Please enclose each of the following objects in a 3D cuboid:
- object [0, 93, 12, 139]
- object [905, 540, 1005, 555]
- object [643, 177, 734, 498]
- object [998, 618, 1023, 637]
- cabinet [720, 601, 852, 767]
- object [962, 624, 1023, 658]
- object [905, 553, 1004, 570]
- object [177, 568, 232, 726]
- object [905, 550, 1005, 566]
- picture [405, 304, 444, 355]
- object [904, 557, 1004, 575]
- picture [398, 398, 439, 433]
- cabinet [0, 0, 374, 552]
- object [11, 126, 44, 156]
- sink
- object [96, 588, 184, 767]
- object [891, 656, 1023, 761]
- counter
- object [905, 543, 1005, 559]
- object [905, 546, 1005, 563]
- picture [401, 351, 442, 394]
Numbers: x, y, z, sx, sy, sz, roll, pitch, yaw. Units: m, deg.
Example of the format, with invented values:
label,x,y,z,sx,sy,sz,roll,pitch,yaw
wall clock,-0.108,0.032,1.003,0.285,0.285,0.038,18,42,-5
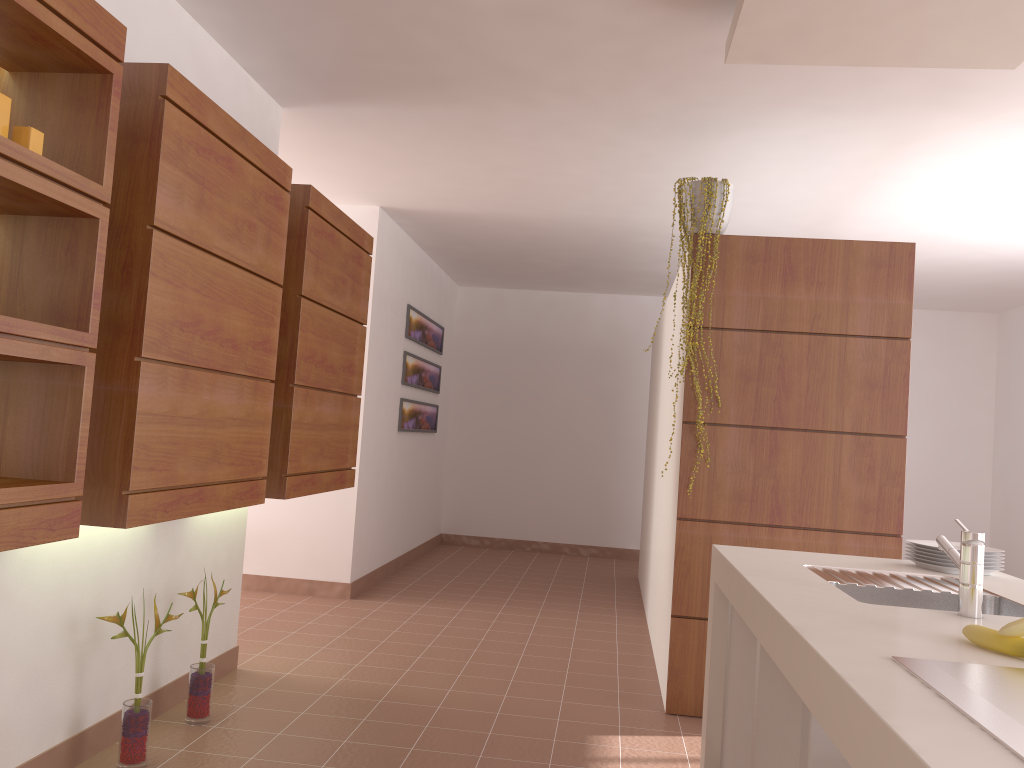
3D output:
label,x,y,z,sx,sy,sz,roll,pitch,yaw
object,-1.068,-0.536,1.823,0.044,0.120,0.044,4,-3,7
object,1.277,0.477,2.564,0.228,0.020,0.228,5,-3,-12
object,0.762,-0.198,3.751,0.297,1.344,0.279,6,-4,-34
object,0.903,0.408,1.466,0.207,0.055,0.047,5,-3,-17
cabinet,0.891,0.912,1.620,0.737,0.700,2.048,4,-3,7
object,0.818,0.430,1.478,0.060,0.033,0.207,5,-3,-13
object,1.275,0.518,2.562,0.228,0.020,0.228,5,-3,-12
object,-1.105,0.937,3.177,0.087,0.546,0.296,4,-3,7
object,1.275,0.507,2.562,0.228,0.020,0.228,5,-3,-12
picture,-0.702,-0.427,7.291,0.015,0.248,1.408,4,-3,7
object,1.274,0.528,2.561,0.228,0.020,0.228,5,-3,-12
picture,-0.750,0.270,7.252,0.015,0.248,1.408,4,-3,7
cabinet,-1.342,-0.279,1.950,0.754,1.200,4.718,4,-3,7
object,-1.029,-0.505,1.881,0.044,0.070,0.044,4,-3,7
sink,0.968,0.488,2.118,0.404,0.368,0.668,4,-3,7
object,-1.152,0.910,2.735,0.087,0.546,0.296,3,-3,22
object,0.803,0.422,1.078,0.493,0.006,0.551,4,-3,7
counter,0.896,0.865,1.679,0.821,0.800,2.156,4,-3,7
object,1.277,0.487,2.564,0.228,0.020,0.228,5,-3,-12
object,1.276,0.497,2.563,0.228,0.020,0.228,5,-3,-12
picture,-0.726,-0.078,7.272,0.015,0.248,1.408,4,-3,7
